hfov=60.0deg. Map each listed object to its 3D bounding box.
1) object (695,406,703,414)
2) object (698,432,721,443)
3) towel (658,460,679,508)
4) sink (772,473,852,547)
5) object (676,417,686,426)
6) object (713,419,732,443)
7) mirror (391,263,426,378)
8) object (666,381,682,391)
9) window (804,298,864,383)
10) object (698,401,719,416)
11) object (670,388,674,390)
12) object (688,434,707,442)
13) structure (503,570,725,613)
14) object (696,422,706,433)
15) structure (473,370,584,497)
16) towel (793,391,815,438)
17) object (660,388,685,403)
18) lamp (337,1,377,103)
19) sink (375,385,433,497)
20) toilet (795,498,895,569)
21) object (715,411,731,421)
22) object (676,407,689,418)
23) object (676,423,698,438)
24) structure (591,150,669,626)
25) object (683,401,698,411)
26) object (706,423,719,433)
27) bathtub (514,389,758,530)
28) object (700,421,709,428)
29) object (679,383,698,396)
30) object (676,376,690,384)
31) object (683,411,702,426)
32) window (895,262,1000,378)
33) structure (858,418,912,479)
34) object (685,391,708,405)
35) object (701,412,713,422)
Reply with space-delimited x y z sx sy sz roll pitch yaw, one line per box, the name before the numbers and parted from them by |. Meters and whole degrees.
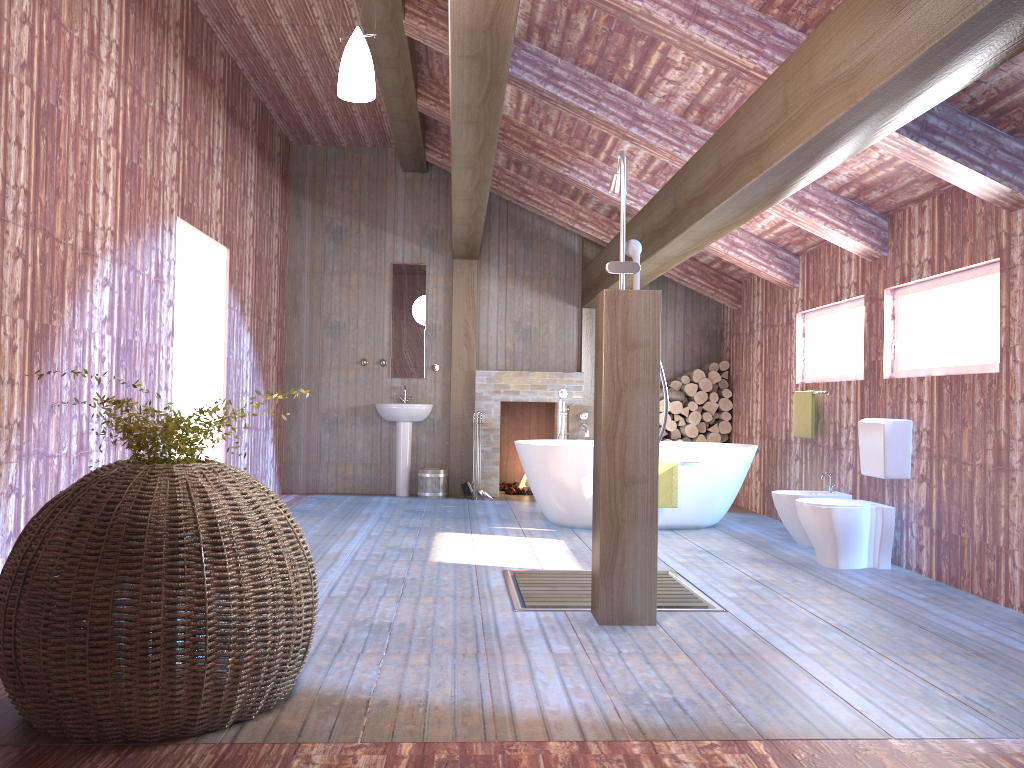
object | 1.895 0.273 9.170 0.095 0.090 0.278 1 -1 -2
object | 2.034 0.563 9.202 0.137 0.133 0.437 1 -1 -5
towel | 1.071 0.748 6.661 0.370 0.361 0.032 1 -1 -7
sink | 2.100 0.885 6.281 0.515 0.517 0.335 1 -1 -3
object | 1.732 0.384 9.183 0.085 0.096 0.280 1 -1 -3
object | 2.150 0.495 9.213 0.137 0.256 0.439 1 -1 -3
mirror | -1.082 -0.660 9.272 0.350 1.199 0.009 1 -1 -4
object | 1.679 0.029 9.281 0.140 0.121 0.319 1 -1 -2
window | 2.453 -0.303 6.659 0.054 0.587 1.255 1 -1 -3
object | 2.003 0.255 9.228 0.172 0.151 0.482 1 -1 -2
object | 1.625 0.113 9.274 0.113 0.130 0.291 1 -1 -2
object | 1.910 0.570 9.162 0.114 0.113 0.301 1 -1 -6
structure | 0.476 1.099 4.648 1.000 0.067 1.000 1 -1 -4
object | 1.912 0.443 9.176 0.111 0.118 0.302 1 -1 -4
structure | 0.164 0.531 9.254 1.130 1.330 0.226 1 -1 -4
towel | 2.259 0.235 6.864 0.032 0.361 0.370 1 -1 -3
object | 1.611 0.113 9.075 0.302 0.157 0.121 1 -1 -3
lamp | -0.715 -1.837 4.133 0.174 1.001 0.174 2 -1 -23
sink | -1.105 0.580 9.035 0.582 1.143 0.475 1 -1 -4
toilet | 2.027 0.926 5.489 0.534 0.400 0.375 1 -1 -3
object | 2.164 0.328 9.208 0.102 0.109 0.438 1 -1 -3
object | 1.730 0.294 9.178 0.109 0.124 0.424 1 -1 -4
object | 1.795 0.477 9.181 0.141 0.143 0.437 1 -1 -5
structure | 0.549 -0.025 4.132 0.328 2.209 0.522 1 -1 17
object | 1.820 0.225 9.185 0.102 0.109 0.438 1 -1 -3
object | 2.037 0.446 9.197 0.115 0.112 0.423 1 -1 -3
bathtub | 0.989 0.596 7.232 1.935 1.109 1.460 1 -1 18
object | 1.981 0.418 9.181 0.065 0.069 0.177 1 -1 -4
object | 1.802 0.057 9.209 0.139 0.148 0.458 1 -1 -3
object | 1.773 -0.042 9.181 0.094 0.097 0.227 1 -1 -3
object | 1.840 0.354 9.187 0.136 0.157 0.439 1 -1 -3
window | 2.525 -0.336 5.114 0.054 0.587 1.255 1 -1 -3
structure | 2.312 0.397 5.512 0.182 0.363 0.358 1 -1 -3
object | 1.900 0.148 9.196 0.143 0.151 0.440 1 -1 -3
object | 1.969 0.335 9.194 0.102 0.109 0.438 1 -1 -3
